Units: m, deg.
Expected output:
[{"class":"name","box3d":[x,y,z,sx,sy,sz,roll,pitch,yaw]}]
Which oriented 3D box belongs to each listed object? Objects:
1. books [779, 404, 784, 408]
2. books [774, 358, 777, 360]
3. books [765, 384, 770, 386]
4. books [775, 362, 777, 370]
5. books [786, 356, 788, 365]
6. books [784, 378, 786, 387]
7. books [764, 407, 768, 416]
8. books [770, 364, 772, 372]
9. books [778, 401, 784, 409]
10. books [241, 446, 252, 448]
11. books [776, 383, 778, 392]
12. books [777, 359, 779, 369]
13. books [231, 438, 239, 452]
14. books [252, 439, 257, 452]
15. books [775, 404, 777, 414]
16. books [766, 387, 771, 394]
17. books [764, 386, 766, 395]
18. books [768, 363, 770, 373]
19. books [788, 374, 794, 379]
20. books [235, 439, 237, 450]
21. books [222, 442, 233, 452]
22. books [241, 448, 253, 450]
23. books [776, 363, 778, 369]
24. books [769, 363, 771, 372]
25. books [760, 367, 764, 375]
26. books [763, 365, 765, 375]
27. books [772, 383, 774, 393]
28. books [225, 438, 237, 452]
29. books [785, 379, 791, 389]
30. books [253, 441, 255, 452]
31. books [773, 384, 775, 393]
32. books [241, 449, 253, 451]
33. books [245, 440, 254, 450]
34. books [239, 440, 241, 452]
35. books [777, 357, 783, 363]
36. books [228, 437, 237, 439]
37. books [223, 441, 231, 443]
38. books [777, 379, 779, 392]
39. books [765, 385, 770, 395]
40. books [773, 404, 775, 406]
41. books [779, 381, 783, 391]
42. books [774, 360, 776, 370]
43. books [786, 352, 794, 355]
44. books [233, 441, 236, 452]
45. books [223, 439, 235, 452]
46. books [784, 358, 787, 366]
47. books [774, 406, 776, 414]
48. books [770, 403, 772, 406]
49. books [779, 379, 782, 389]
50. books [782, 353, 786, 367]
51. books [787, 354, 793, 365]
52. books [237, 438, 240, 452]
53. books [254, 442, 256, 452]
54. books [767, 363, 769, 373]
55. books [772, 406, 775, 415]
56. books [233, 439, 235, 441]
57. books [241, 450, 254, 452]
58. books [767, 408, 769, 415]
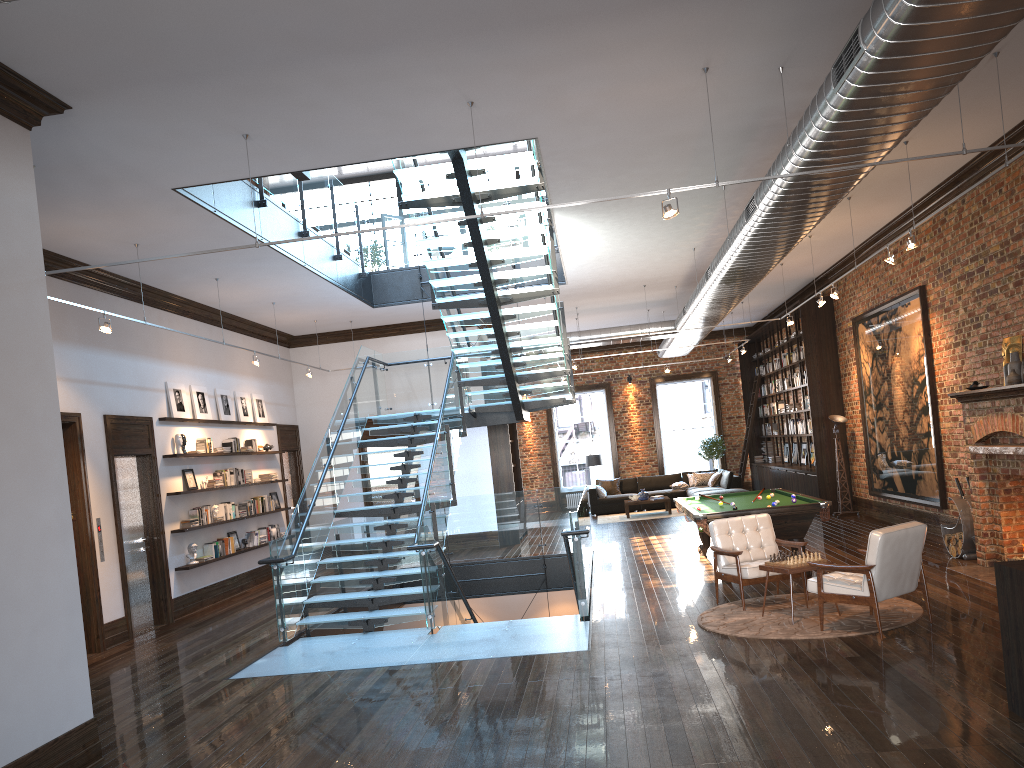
[{"class":"books","box3d":[6.466,0.588,21.195,0.148,0.232,0.036,-6,0,6]},{"class":"books","box3d":[6.343,-0.463,21.095,0.166,0.315,0.016,-6,1,6]},{"class":"books","box3d":[6.527,0.149,22.480,0.191,0.281,0.006,-6,1,6]},{"class":"books","box3d":[6.305,-0.416,20.905,0.187,0.200,0.030,-6,0,6]},{"class":"books","box3d":[6.177,-0.518,19.651,0.191,0.239,0.008,-6,1,6]},{"class":"books","box3d":[6.285,-0.002,20.188,0.190,0.284,0.013,-6,1,6]},{"class":"books","box3d":[6.576,0.692,22.663,0.232,0.225,0.024,-6,0,6]},{"class":"books","box3d":[6.388,-0.390,21.607,0.156,0.237,0.033,-6,0,6]},{"class":"books","box3d":[6.450,0.566,21.248,0.189,0.287,0.013,-6,1,6]},{"class":"books","box3d":[-4.327,1.033,14.439,0.116,0.021,0.192,-6,-4,0]},{"class":"books","box3d":[6.380,0.083,21.055,0.191,0.226,0.025,-6,0,6]},{"class":"books","box3d":[6.288,-0.460,20.650,0.185,0.253,0.030,-6,0,6]},{"class":"books","box3d":[-4.372,0.964,13.891,0.162,0.225,0.011,-6,1,6]},{"class":"books","box3d":[-4.299,1.020,14.614,0.161,0.208,0.012,-6,1,6]},{"class":"books","box3d":[6.462,0.594,21.401,0.184,0.252,0.014,-6,1,6]},{"class":"books","box3d":[6.512,0.181,22.389,0.185,0.210,0.069,-6,0,6]},{"class":"books","box3d":[6.520,0.171,22.534,0.189,0.246,0.005,-6,1,6]},{"class":"books","box3d":[6.409,-0.394,21.835,0.183,0.274,0.013,-6,1,6]},{"class":"books","box3d":[6.262,-0.054,19.796,0.156,0.334,0.014,-6,1,6]},{"class":"books","box3d":[-4.374,0.975,13.878,0.131,0.203,0.014,-6,1,6]},{"class":"books","box3d":[-4.383,0.981,13.672,0.167,0.161,0.037,-6,0,6]},{"class":"books","box3d":[-4.326,1.059,14.410,0.134,0.011,0.255,-6,-4,5]},{"class":"books","box3d":[6.312,-0.413,20.845,0.177,0.185,0.035,-6,0,6]},{"class":"books","box3d":[6.403,-0.392,21.712,0.178,0.254,0.036,-6,0,6]},{"class":"books","box3d":[6.465,-0.324,22.673,0.235,0.252,0.028,-6,0,6]},{"class":"books","box3d":[6.458,-0.354,22.459,0.190,0.280,0.017,-6,1,6]},{"class":"books","box3d":[6.436,0.107,21.636,0.175,0.256,0.027,-6,0,6]},{"class":"books","box3d":[-4.376,0.963,13.816,0.156,0.217,0.011,-6,1,6]},{"class":"books","box3d":[6.238,-0.005,19.738,0.272,0.241,0.083,-6,0,6]},{"class":"books","box3d":[-4.305,1.024,14.556,0.142,0.193,0.013,-6,1,6]},{"class":"books","box3d":[6.424,0.102,21.459,0.181,0.242,0.035,-6,0,6]},{"class":"books","box3d":[-4.324,1.072,14.425,0.144,0.013,0.226,-6,-4,5]},{"class":"books","box3d":[-4.311,1.020,14.544,0.135,0.200,0.011,-6,1,6]},{"class":"books","box3d":[-4.364,0.975,13.973,0.163,0.214,0.023,-6,0,6]},{"class":"books","box3d":[6.293,-0.474,20.704,0.176,0.289,0.030,-6,0,6]},{"class":"books","box3d":[-4.378,0.960,13.923,0.139,0.239,0.011,-6,1,6]},{"class":"books","box3d":[-4.398,0.973,13.697,0.126,0.184,0.042,-6,0,6]},{"class":"books","box3d":[6.373,0.035,20.988,0.183,0.314,0.013,-6,1,6]},{"class":"books","box3d":[6.516,0.161,22.454,0.183,0.254,0.046,-6,0,6]},{"class":"books","box3d":[6.506,0.609,21.730,0.178,0.264,0.041,-6,0,6]},{"class":"books","box3d":[6.331,0.044,20.623,0.191,0.249,0.024,-6,0,6]},{"class":"books","box3d":[6.316,-0.446,20.966,0.192,0.266,0.016,-6,1,6]},{"class":"books","box3d":[6.195,-0.547,19.675,0.181,0.298,0.009,-6,1,6]},{"class":"books","box3d":[-4.369,0.976,13.752,0.166,0.180,0.028,-6,0,6]},{"class":"books","box3d":[-4.382,0.961,13.728,0.156,0.208,0.022,-6,0,6]},{"class":"books","box3d":[6.201,-0.483,19.894,0.193,0.202,0.027,-6,0,6]},{"class":"books","box3d":[6.500,0.630,21.631,0.186,0.208,0.017,-6,0,6]},{"class":"books","box3d":[6.532,0.623,22.099,0.185,0.286,0.036,-6,0,6]},{"class":"books","box3d":[6.357,0.027,20.792,0.175,0.303,0.067,-6,0,6]},{"class":"books","box3d":[6.225,-0.535,20.069,0.186,0.328,0.069,-6,0,6]},{"class":"books","box3d":[6.174,-0.534,19.528,0.191,0.255,0.061,-6,0,6]},{"class":"books","box3d":[-4.363,0.968,13.906,0.167,0.219,0.021,-6,0,6]},{"class":"books","box3d":[-4.298,1.038,14.568,0.162,0.165,0.013,-6,0,6]},{"class":"books","box3d":[6.420,-0.390,21.929,0.188,0.280,0.028,-6,0,6]},{"class":"books","box3d":[6.480,0.639,21.689,0.236,0.202,0.046,-6,0,6]},{"class":"books","box3d":[-4.385,0.966,13.800,0.154,0.211,0.023,-6,0,6]},{"class":"books","box3d":[-4.312,1.094,14.422,0.163,0.011,0.230,-6,-4,5]},{"class":"books","box3d":[6.579,0.694,22.497,0.175,0.195,0.031,-6,0,6]}]
